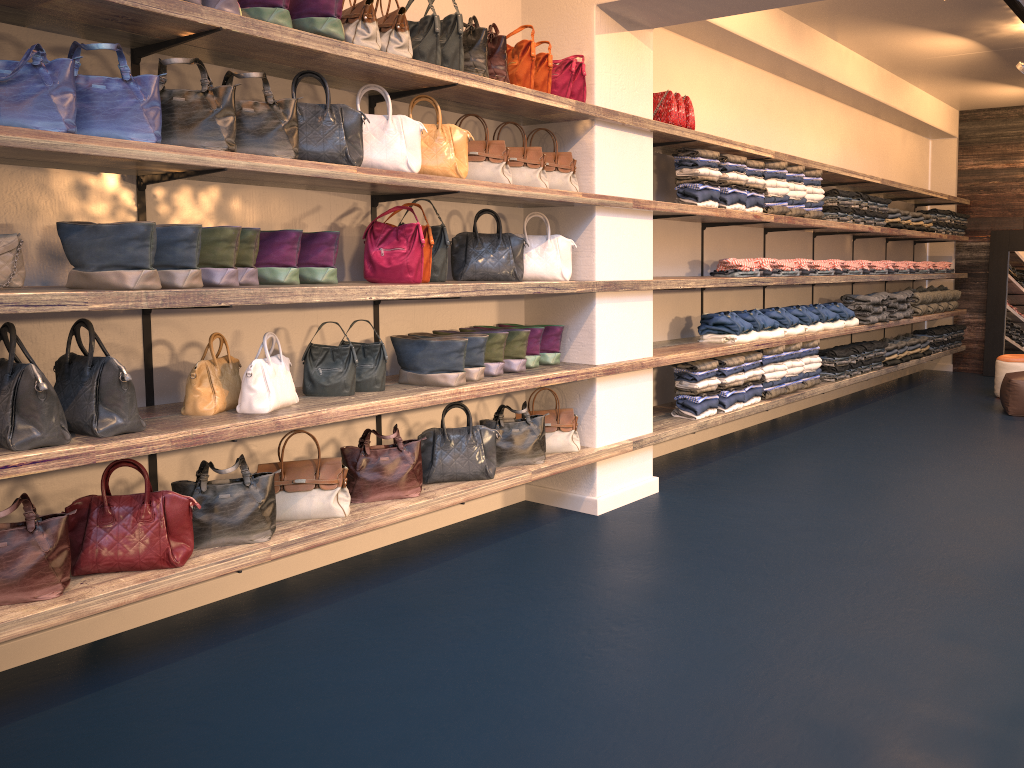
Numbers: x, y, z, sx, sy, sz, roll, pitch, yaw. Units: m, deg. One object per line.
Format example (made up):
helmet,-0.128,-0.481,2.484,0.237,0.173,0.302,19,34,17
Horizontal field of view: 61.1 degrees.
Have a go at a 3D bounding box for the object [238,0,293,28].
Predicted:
object,-0.991,-1.455,3.330,0.387,0.234,0.192,5,8,33

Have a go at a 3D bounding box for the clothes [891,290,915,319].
clothes,4.247,-0.879,9.589,0.364,0.316,0.385,3,7,25

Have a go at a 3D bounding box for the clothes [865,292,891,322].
clothes,3.698,-0.791,8.930,0.364,0.316,0.385,3,7,25

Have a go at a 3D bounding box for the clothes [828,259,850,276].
clothes,2.996,-1.096,8.169,0.295,0.154,0.381,5,9,33

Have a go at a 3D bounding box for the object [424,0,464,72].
object,-0.343,-1.632,4.036,0.272,0.408,0.147,4,6,34

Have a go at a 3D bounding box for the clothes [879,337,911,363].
clothes,4.191,-0.378,9.620,0.384,0.250,0.376,6,9,36

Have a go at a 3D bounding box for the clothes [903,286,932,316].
clothes,4.702,-0.976,10.172,0.427,0.340,0.310,-6,9,-44

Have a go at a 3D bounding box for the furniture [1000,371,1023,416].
furniture,5.184,0.083,8.608,0.613,0.420,0.688,3,8,23

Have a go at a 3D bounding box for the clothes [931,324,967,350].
clothes,5.637,-0.620,11.267,0.337,0.297,0.703,6,9,41

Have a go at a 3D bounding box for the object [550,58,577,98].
object,0.228,-1.655,4.715,0.310,0.282,0.251,-1,6,-15

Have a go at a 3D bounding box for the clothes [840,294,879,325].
clothes,3.442,-0.740,8.610,0.348,0.301,0.378,4,7,27

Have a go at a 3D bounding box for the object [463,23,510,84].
object,-0.145,-1.656,4.393,0.236,0.337,0.346,-5,8,-44

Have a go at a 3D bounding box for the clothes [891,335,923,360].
clothes,4.480,-0.425,9.969,0.378,0.250,0.382,-6,9,-41

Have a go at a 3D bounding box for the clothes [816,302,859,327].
clothes,3.060,-0.666,8.302,0.391,0.239,0.465,6,9,38

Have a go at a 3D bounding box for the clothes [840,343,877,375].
clothes,3.388,-0.258,8.566,0.325,0.297,0.332,6,8,39

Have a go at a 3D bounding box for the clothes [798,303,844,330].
clothes,2.781,-0.622,7.968,0.465,0.239,0.391,-5,9,-35

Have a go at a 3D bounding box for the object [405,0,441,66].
object,-0.440,-1.589,3.922,0.272,0.350,0.147,4,6,34

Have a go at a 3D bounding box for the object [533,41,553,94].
object,0.090,-1.670,4.592,0.256,0.329,0.225,0,6,-3

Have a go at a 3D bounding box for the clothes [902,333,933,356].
clothes,4.757,-0.469,10.298,0.384,0.250,0.376,6,9,36

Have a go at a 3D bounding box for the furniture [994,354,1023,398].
furniture,5.616,-0.075,9.544,0.534,0.477,0.630,6,9,41

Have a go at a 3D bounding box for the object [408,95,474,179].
object,-0.391,-1.144,4.035,0.446,0.384,0.184,-2,5,-17

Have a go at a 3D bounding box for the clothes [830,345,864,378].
clothes,3.161,-0.222,8.293,0.341,0.297,0.345,4,7,27

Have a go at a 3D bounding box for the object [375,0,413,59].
object,-0.562,-1.567,3.778,0.179,0.333,0.325,-4,8,-40

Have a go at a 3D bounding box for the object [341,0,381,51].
object,-0.677,-1.548,3.640,0.179,0.333,0.325,-4,8,-40

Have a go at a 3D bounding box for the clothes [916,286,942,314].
clothes,5.009,-1.025,10.540,0.427,0.340,0.310,-6,9,-44

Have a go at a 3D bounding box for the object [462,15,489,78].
object,-0.262,-1.632,4.221,0.301,0.336,0.278,-1,6,-9

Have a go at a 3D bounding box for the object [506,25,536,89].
object,-0.003,-1.681,4.479,0.256,0.383,0.225,0,5,-3

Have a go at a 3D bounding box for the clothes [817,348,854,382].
clothes,2.942,-0.184,8.015,0.341,0.297,0.355,6,9,41

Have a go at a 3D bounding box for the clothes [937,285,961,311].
clothes,5.622,-1.124,11.276,0.427,0.340,0.310,-6,9,-44

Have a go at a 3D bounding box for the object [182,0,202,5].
object,-1.223,-1.412,3.009,0.387,0.234,0.192,5,8,33

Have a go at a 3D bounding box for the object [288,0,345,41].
object,-0.807,-1.472,3.464,0.384,0.234,0.193,7,9,40

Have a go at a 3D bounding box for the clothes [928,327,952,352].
clothes,5.295,-0.564,10.853,0.341,0.297,0.345,4,7,27

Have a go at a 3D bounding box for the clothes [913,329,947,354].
clothes,5.076,-0.527,10.575,0.341,0.297,0.355,6,9,41

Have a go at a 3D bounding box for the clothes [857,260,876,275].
clothes,3.497,-1.177,8.770,0.295,0.154,0.381,5,9,33

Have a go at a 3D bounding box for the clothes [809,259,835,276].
clothes,2.746,-1.054,7.903,0.342,0.158,0.328,-4,9,-30

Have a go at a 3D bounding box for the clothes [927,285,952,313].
clothes,5.316,-1.075,10.908,0.427,0.340,0.310,-6,9,-44

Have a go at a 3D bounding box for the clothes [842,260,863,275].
clothes,3.248,-1.135,8.505,0.342,0.158,0.328,-4,9,-30

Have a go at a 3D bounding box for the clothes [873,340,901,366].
clothes,3.915,-0.334,9.291,0.378,0.250,0.382,-6,9,-41

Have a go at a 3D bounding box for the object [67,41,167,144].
object,-1.360,-0.961,2.876,0.394,0.337,0.208,-2,6,-16

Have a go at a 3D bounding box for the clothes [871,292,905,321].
clothes,3.991,-0.829,9.268,0.348,0.301,0.378,4,7,27

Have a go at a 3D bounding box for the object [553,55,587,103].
object,0.290,-1.687,4.807,0.248,0.309,0.219,0,6,0

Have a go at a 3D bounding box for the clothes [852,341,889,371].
clothes,3.616,-0.295,8.840,0.334,0.297,0.324,-6,9,-44

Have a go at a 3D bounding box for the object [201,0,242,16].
object,-1.135,-1.438,3.202,0.385,0.234,0.193,6,8,38
